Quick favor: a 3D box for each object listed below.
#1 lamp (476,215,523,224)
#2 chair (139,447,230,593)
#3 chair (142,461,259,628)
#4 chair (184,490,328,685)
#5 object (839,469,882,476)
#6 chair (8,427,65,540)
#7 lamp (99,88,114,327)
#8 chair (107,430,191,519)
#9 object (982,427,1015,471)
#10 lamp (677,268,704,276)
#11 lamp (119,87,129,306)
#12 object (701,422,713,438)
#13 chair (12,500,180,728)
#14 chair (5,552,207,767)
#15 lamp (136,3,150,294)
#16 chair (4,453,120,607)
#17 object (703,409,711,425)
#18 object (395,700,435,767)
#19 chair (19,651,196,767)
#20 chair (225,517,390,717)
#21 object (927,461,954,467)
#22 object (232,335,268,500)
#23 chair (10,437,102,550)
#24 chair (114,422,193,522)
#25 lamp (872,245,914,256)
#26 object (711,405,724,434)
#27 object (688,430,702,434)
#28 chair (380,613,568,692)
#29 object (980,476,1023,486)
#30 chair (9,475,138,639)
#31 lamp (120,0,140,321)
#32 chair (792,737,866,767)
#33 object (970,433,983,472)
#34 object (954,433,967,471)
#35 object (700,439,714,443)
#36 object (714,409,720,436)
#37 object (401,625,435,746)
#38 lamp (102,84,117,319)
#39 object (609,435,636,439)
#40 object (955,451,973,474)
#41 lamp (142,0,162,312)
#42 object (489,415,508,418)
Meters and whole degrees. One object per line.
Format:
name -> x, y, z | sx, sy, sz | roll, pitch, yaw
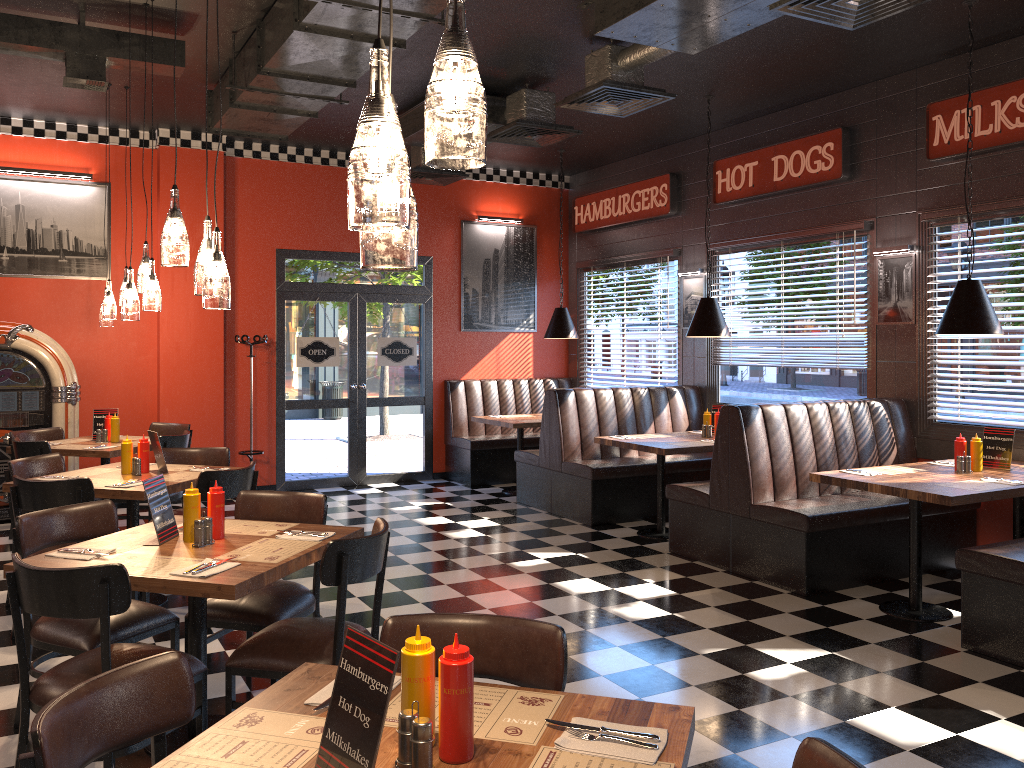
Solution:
lamp -> -0.148, -1.960, 10.577 | 0.610, 0.056, 0.081 | -1, 2, -28
chair -> -2.131, 0.870, 5.818 | 0.486, 0.867, 0.545 | 0, 1, -5
chair -> -1.779, 0.901, 5.156 | 0.544, 0.867, 0.486 | 0, 1, 21
chair -> -1.128, 0.953, 4.023 | 0.486, 0.867, 0.545 | 0, 1, 17
object -> 2.149, 0.539, 5.423 | 0.157, 0.019, 0.255 | -1, 3, -27
chair -> -3.761, 0.807, 7.205 | 0.544, 0.867, 0.486 | 0, 1, 26
lamp -> -3.321, -1.451, 7.253 | 0.108, 1.965, 0.108 | 0, 0, 43
chair -> -2.826, 0.817, 6.987 | 0.544, 0.867, 0.486 | 0, 1, 3
object -> 3.083, 0.410, 5.631 | 0.072, 0.257, 0.188 | 0, 1, -38
lamp -> 1.811, -1.129, 8.965 | 0.081, 0.056, 0.334 | -1, 3, -28
lamp -> -3.147, -1.621, 7.231 | 0.108, 1.965, 0.108 | 0, 0, 4
object -> 1.651, 0.386, 7.506 | 0.094, 0.136, 0.047 | 1, 1, 32
chair -> -1.764, 0.966, 3.726 | 0.544, 0.867, 0.486 | 0, 1, 26
chair -> -1.412, 0.997, 3.065 | 0.486, 0.867, 0.545 | 0, 1, 20
lamp -> -2.258, -1.540, 5.464 | 0.108, 1.965, 0.108 | 0, 0, 18
chair -> -2.795, 0.886, 5.465 | 0.544, 0.867, 0.486 | 0, 1, 9
object -> 1.676, 0.329, 7.602 | 0.068, 0.238, 0.068 | 0, 0, 45
object -> -0.179, 0.655, 1.642 | 0.047, 0.136, 0.094 | 0, 1, -38
chair -> -0.654, 1.055, 1.784 | 0.544, 0.867, 0.486 | 0, 1, 12
chair -> -0.749, 0.980, 3.417 | 0.544, 0.867, 0.486 | 0, 1, 14
object -> 2.874, 0.522, 5.803 | 0.157, 0.019, 0.255 | -2, 3, -33
object -> -2.649, 0.329, 9.002 | 0.374, 1.658, 0.374 | 0, 0, -6
chair -> -3.460, 0.831, 6.679 | 0.486, 0.867, 0.545 | 0, 1, 36
chair -> -3.080, 0.785, 7.670 | 0.486, 0.867, 0.545 | 0, 1, 26
lamp -> 2.950, -1.032, 6.861 | 0.081, 0.056, 0.334 | -1, 3, -28
object -> 1.830, 0.313, 7.744 | 0.188, 0.257, 0.072 | 1, 1, 32
object -> 1.693, 0.428, 7.859 | 0.157, 0.019, 0.255 | -1, 3, -29
chair -> -0.128, 1.042, 2.084 | 0.486, 0.867, 0.545 | 0, 1, 11
object -> 2.812, 0.554, 5.100 | 0.157, 0.019, 0.255 | -1, 3, -30
chair -> -2.415, 0.914, 4.860 | 0.486, 0.867, 0.545 | 0, 1, 11
lamp -> -2.279, -1.361, 5.290 | 0.108, 1.965, 0.108 | 0, 0, -17
chair -> 0.337, 1.073, 1.404 | 0.544, 0.867, 0.486 | 0, 1, 11
object -> 2.889, 0.425, 5.510 | 0.068, 0.238, 0.068 | 0, 0, -5
object -> 2.796, 0.425, 5.523 | 0.068, 0.238, 0.068 | 0, 0, -5
object -> 1.629, 0.460, 7.155 | 0.157, 0.019, 0.255 | -2, 3, -32
object -> 1.767, 0.330, 7.581 | 0.068, 0.238, 0.068 | 0, 0, 45
object -> -0.186, 0.597, 1.759 | 0.068, 0.238, 0.068 | 0, 0, -14
lamp -> -3.251, -1.505, 7.152 | 0.108, 1.965, 0.108 | 0, 0, 14
object -> 0.937, 0.446, 7.455 | 0.157, 0.019, 0.255 | -1, 3, -23
object -> 2.772, 0.481, 5.435 | 0.093, 0.136, 0.047 | 0, 0, -3
lamp -> -2.178, -1.423, 5.361 | 0.108, 1.965, 0.108 | 0, 0, 44
object -> -0.138, 0.348, 9.600 | 0.157, 0.019, 0.255 | -1, 3, -28
